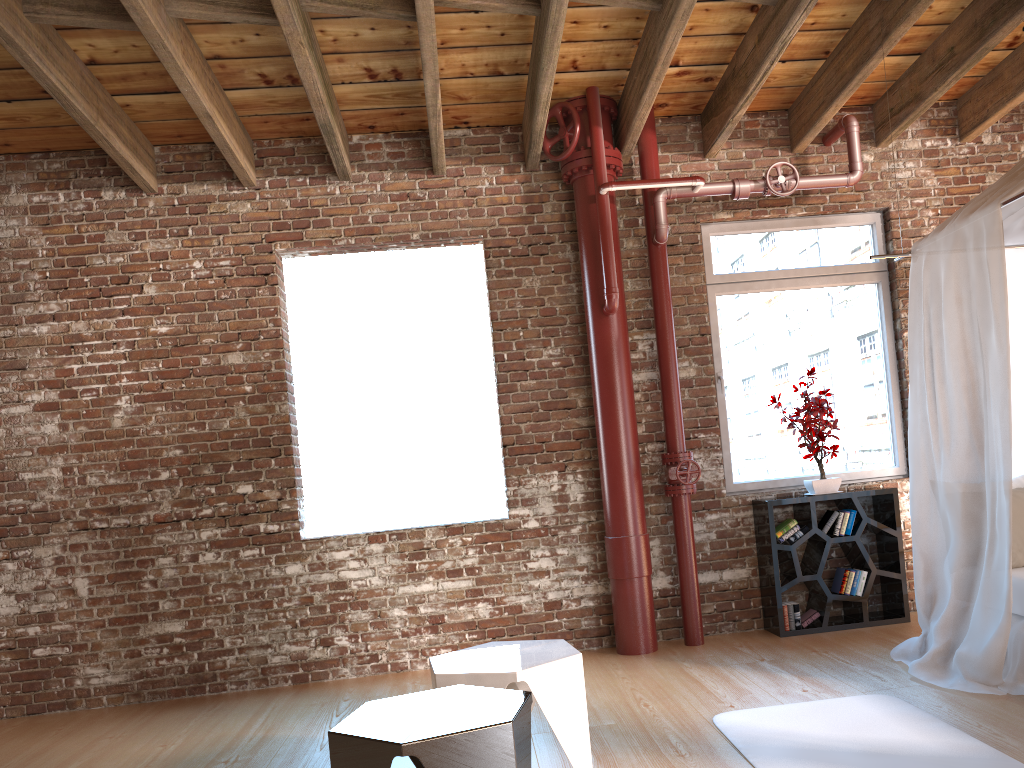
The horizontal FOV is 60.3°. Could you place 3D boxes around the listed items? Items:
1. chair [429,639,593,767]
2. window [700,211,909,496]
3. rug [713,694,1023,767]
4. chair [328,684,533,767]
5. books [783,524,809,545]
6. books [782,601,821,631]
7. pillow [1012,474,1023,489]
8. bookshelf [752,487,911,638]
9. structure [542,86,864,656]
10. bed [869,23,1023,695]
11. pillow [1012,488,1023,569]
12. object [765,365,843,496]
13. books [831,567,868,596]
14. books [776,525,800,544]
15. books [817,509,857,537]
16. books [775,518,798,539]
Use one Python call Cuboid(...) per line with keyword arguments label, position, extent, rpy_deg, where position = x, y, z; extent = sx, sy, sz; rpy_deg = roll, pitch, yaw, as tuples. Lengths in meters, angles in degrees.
Cuboid(label="chair", position=(-0.010, 1.259, 3.298), extent=(0.630, 0.489, 0.525), rpy_deg=(-2, -5, -41))
Cuboid(label="window", position=(1.931, -0.216, 5.886), extent=(1.334, 1.847, 0.169), rpy_deg=(-5, -1, -6))
Cuboid(label="rug", position=(1.313, 1.363, 3.265), extent=(0.852, 0.007, 1.452), rpy_deg=(-5, -6, -3))
Cuboid(label="chair", position=(-0.207, 1.206, 2.596), extent=(0.605, 0.489, 0.547), rpy_deg=(-9, -5, 39))
Cuboid(label="books", position=(1.771, 0.945, 5.528), extent=(0.156, 0.114, 0.135), rpy_deg=(-5, -4, -5))
Cuboid(label="books", position=(1.796, 1.445, 5.520), extent=(0.247, 0.159, 0.135), rpy_deg=(-5, -3, -5))
Cuboid(label="pillow", position=(2.479, 0.686, 4.503), extent=(0.627, 0.492, 0.201), rpy_deg=(-5, -1, -5))
Cuboid(label="bookshelf", position=(2.025, 1.120, 5.620), extent=(0.849, 0.844, 0.295), rpy_deg=(-5, -1, -5))
Cuboid(label="structure", position=(1.298, -0.142, 5.448), extent=(1.983, 3.460, 0.581), rpy_deg=(-5, -1, -6))
Cuboid(label="bed", position=(2.998, -0.704, 3.545), extent=(2.477, 3.877, 2.696), rpy_deg=(-5, -2, -4))
Cuboid(label="pillow", position=(2.492, 0.700, 4.307), extent=(0.608, 0.414, 0.361), rpy_deg=(-5, -3, -8))
Cuboid(label="object", position=(1.884, 0.288, 5.610), extent=(0.413, 0.839, 0.399), rpy_deg=(-5, -2, -9))
Cuboid(label="books", position=(2.127, 1.246, 5.557), extent=(0.201, 0.180, 0.135), rpy_deg=(-5, -3, -5))
Cuboid(label="books", position=(1.713, 0.938, 5.522), extent=(0.153, 0.109, 0.135), rpy_deg=(-5, -4, -5))
Cuboid(label="books", position=(2.039, 0.876, 5.556), extent=(0.242, 0.165, 0.135), rpy_deg=(-5, -3, -5))
Cuboid(label="books", position=(1.697, 0.904, 5.522), extent=(0.153, 0.109, 0.135), rpy_deg=(-5, -4, -5))
